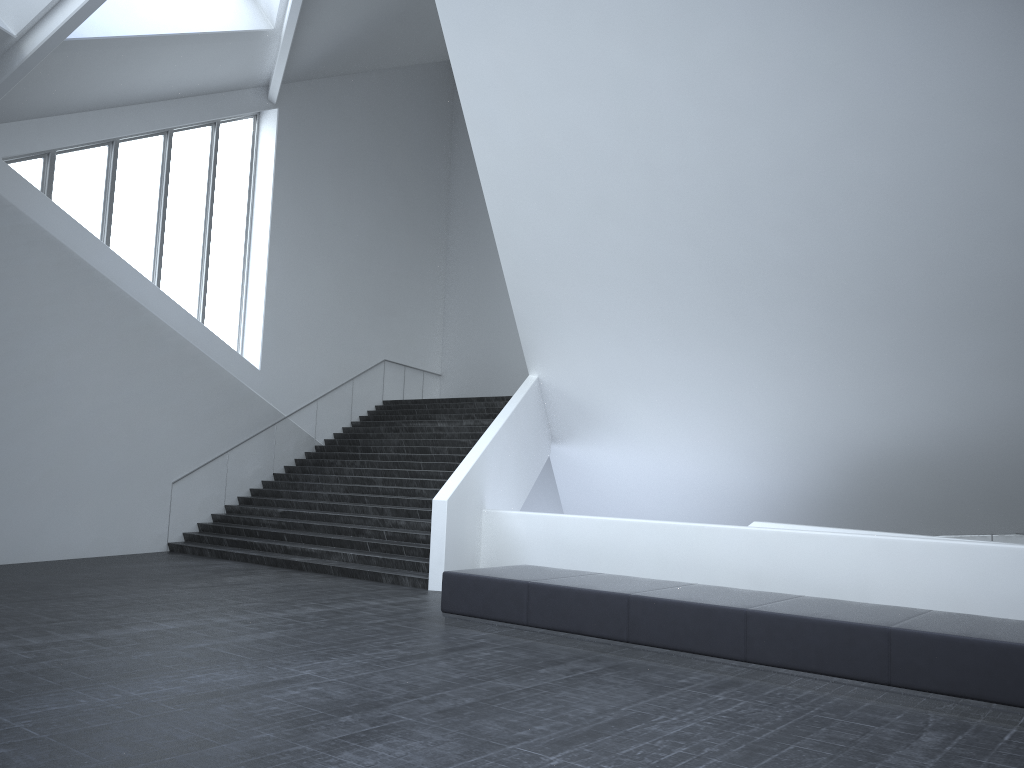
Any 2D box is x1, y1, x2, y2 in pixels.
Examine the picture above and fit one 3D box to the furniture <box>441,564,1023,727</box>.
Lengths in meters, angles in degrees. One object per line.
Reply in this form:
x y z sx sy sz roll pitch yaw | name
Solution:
1.960 2.287 8.373 5.742 0.580 1.488 -3 -8 38 | furniture
